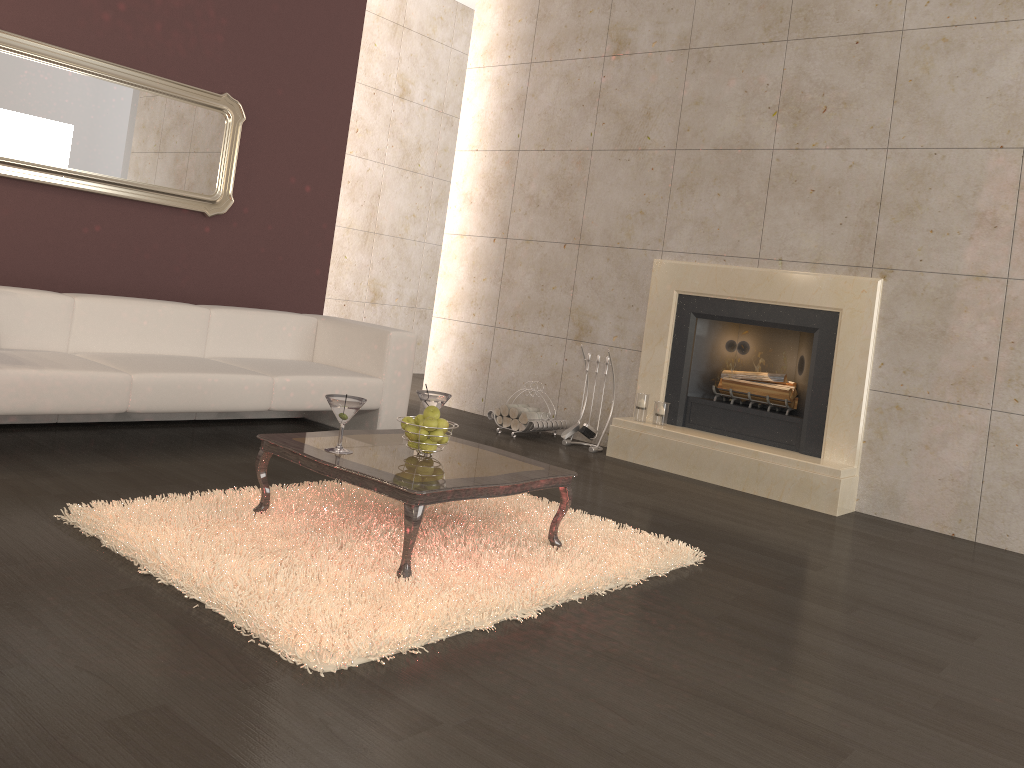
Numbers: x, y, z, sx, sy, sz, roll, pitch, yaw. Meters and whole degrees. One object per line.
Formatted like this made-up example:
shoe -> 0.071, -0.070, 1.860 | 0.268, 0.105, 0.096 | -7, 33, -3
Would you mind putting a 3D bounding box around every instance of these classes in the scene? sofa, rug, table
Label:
sofa -> -1.809, -0.085, 4.534 | 0.952, 0.650, 2.767 | 11, 6, 39
rug -> -0.382, 0.560, 3.267 | 1.523, 0.067, 1.986 | 12, 7, 39
table -> -0.364, 0.412, 3.292 | 0.913, 0.302, 0.909 | 12, 6, 38

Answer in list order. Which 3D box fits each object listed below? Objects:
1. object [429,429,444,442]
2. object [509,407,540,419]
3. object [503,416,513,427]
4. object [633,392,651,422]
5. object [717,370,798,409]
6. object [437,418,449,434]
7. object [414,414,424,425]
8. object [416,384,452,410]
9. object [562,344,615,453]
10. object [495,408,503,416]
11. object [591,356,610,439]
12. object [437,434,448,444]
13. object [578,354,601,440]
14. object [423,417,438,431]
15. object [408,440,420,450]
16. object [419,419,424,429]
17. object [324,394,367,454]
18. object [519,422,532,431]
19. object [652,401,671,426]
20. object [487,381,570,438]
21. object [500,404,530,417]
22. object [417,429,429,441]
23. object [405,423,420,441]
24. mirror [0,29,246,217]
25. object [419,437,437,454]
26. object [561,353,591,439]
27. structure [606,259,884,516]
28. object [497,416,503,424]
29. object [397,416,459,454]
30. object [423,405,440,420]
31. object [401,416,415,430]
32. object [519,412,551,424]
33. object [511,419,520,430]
object -> -0.278, 0.187, 3.233 | 0.054, 0.051, 0.053 | 10, 3, 44
object -> 0.092, 0.204, 6.189 | 0.080, 0.076, 0.250 | 10, 5, 39
object -> 0.054, 0.268, 6.231 | 0.083, 0.074, 0.274 | 10, 5, 39
object -> 0.850, 0.153, 5.789 | 0.098, 0.184, 0.098 | 8, 0, -8
object -> 1.576, 0.013, 5.628 | 0.518, 0.211, 0.219 | 12, 4, 40
object -> -0.264, 0.159, 3.283 | 0.057, 0.061, 0.062 | 8, 2, 9
object -> -0.343, 0.138, 3.312 | 0.045, 0.049, 0.050 | 6, 3, -36
object -> -0.333, 0.120, 3.638 | 0.152, 0.217, 0.151 | 8, 1, 15
object -> 0.551, 0.091, 5.998 | 0.265, 0.699, 0.215 | 7, -1, 40
object -> -0.023, 0.196, 6.282 | 0.057, 0.057, 0.250 | 10, 5, 39
object -> 0.594, 0.092, 5.921 | 0.027, 0.566, 0.105 | 7, -1, 32
object -> -0.264, 0.204, 3.302 | 0.052, 0.048, 0.051 | 9, 3, 34
object -> 0.549, 0.090, 5.992 | 0.135, 0.588, 0.070 | 8, -1, -26
object -> -0.298, 0.147, 3.219 | 0.054, 0.051, 0.053 | 10, 3, 40
object -> -0.362, 0.220, 3.291 | 0.054, 0.055, 0.055 | 6, 3, -39
object -> -0.322, 0.154, 3.258 | 0.046, 0.043, 0.045 | 8, 2, 11
object -> -0.603, 0.132, 3.144 | 0.152, 0.217, 0.150 | 8, 1, 32
object -> 0.149, 0.300, 6.122 | 0.062, 0.059, 0.242 | 10, 5, 39
object -> 0.970, 0.192, 5.743 | 0.109, 0.148, 0.107 | 9, 2, 44
object -> 0.131, 0.170, 6.244 | 0.435, 0.380, 0.499 | 10, 4, 40
object -> 0.026, 0.186, 6.244 | 0.082, 0.082, 0.250 | 10, 5, 39
object -> -0.326, 0.186, 3.219 | 0.044, 0.045, 0.045 | 9, 2, 31
object -> -0.363, 0.176, 3.249 | 0.066, 0.066, 0.066 | 8, 2, 6
mirror -> -2.384, -1.504, 5.191 | 0.047, 0.823, 1.772 | 7, 3, 40
object -> -0.310, 0.224, 3.255 | 0.069, 0.064, 0.068 | 8, 2, -5
object -> 0.449, 0.079, 6.036 | 0.125, 0.604, 0.116 | 8, -1, -11
structure -> 1.473, -0.065, 5.540 | 1.538, 1.341, 0.584 | 10, 1, 40
object -> -0.008, 0.253, 6.262 | 0.057, 0.057, 0.250 | 10, 5, 39
object -> -0.322, 0.200, 3.285 | 0.233, 0.119, 0.235 | 7, 4, -5
object -> -0.300, 0.112, 3.289 | 0.063, 0.064, 0.062 | 9, 3, 40
object -> -0.388, 0.149, 3.290 | 0.054, 0.055, 0.054 | 8, 2, 2
object -> 0.162, 0.235, 6.134 | 0.081, 0.079, 0.260 | 10, 5, 39
object -> 0.103, 0.281, 6.170 | 0.080, 0.076, 0.250 | 10, 5, 39
